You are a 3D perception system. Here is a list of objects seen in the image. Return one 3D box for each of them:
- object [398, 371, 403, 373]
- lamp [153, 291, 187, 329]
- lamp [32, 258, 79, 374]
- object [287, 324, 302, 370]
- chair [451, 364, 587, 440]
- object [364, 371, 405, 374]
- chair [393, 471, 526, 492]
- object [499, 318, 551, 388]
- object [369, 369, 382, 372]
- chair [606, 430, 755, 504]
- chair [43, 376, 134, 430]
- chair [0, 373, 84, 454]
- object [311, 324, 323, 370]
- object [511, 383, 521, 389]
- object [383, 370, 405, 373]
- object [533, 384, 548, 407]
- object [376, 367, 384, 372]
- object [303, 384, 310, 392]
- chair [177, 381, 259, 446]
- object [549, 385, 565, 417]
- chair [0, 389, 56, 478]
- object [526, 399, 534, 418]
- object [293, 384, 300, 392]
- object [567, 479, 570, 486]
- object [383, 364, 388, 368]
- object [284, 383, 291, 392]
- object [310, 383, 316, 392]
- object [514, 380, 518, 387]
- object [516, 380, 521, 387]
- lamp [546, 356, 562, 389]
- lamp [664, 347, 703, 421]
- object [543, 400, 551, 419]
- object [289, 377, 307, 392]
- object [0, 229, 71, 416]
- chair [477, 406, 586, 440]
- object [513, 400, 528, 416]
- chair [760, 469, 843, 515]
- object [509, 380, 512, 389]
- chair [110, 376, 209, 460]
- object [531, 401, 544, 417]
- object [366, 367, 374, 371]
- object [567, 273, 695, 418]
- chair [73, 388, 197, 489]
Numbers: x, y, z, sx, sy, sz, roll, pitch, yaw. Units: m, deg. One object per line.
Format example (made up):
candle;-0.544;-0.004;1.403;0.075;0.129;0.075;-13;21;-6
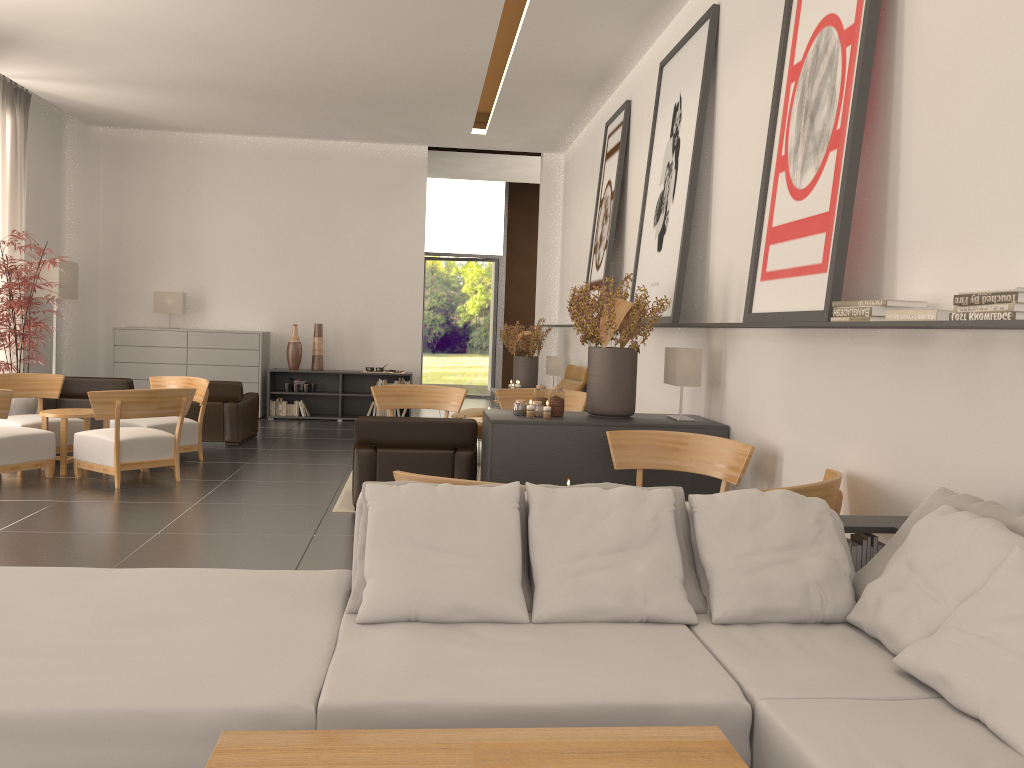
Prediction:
object;-2.458;-0.265;19.499;0.112;0.040;0.034;1;3;-17
lamp;-7.504;-1.614;19.442;0.619;0.795;0.310;2;3;-6
lamp;-9.228;-0.897;17.905;0.908;3.176;1.001;2;3;-6
object;-4.730;-0.799;19.286;0.327;0.991;0.327;3;3;18
chair;0.148;0.367;16.631;2.421;1.485;1.301;1;3;-16
object;-2.834;-0.266;19.656;0.893;0.003;0.672;2;4;-3
chair;-0.007;1.162;5.780;1.452;1.225;1.151;3;3;19
object;0.242;-0.633;18.730;0.928;1.552;1.587;3;3;22
object;-3.019;-0.299;19.576;0.292;0.058;0.086;1;3;-19
chair;1.314;1.083;7.840;1.453;1.225;1.151;4;4;34
chair;-7.093;0.389;15.264;1.537;1.075;1.501;2;3;-6
chair;-6.895;0.487;12.700;1.151;1.225;1.452;4;3;29
object;-4.280;-0.816;19.553;0.262;1.024;0.263;2;3;-2
object;0.087;0.083;18.125;0.207;0.187;0.111;1;3;-19
object;-2.616;-0.280;19.711;0.405;0.034;0.293;5;5;42
object;0.303;0.162;9.342;0.157;0.325;0.158;1;3;-14
object;-2.953;-0.324;19.834;0.188;0.082;0.188;3;3;8
object;-4.486;0.093;19.331;0.136;0.178;0.135;0;3;-35
chair;-5.317;0.442;15.446;1.537;1.075;1.501;2;3;-6
object;0.471;0.174;9.248;0.158;0.325;0.157;4;3;31
chair;-6.537;0.600;11.080;1.452;1.225;1.151;3;3;19
object;0.188;0.246;9.033;0.076;0.187;0.076;3;3;11
object;-4.690;0.088;19.282;0.135;0.178;0.136;2;3;-5
object;0.437;0.827;6.867;0.080;0.187;0.080;0;3;-41
object;-2.906;-0.376;19.868;0.261;0.151;0.086;0;4;-38
object;-4.896;0.078;19.335;0.135;0.178;0.136;2;3;-5
object;-4.398;0.083;19.546;0.135;0.178;0.136;2;3;0
object;0.104;0.042;18.262;0.104;0.254;0.104;5;4;44
object;0.135;0.051;18.141;0.104;0.254;0.104;5;4;44
lamp;0.873;-0.199;18.577;0.257;0.755;0.515;2;3;-6
lamp;1.802;-0.002;9.402;0.257;0.757;0.515;2;3;-6
object;0.356;0.255;8.974;0.080;0.187;0.080;2;3;4
object;-4.702;0.010;19.488;0.413;0.309;0.142;3;3;9
object;-7.787;-0.697;13.825;1.489;3.395;1.772;1;3;-21
chair;0.334;0.487;14.787;2.421;1.485;1.301;2;3;4
object;0.088;0.245;9.242;0.157;0.158;0.158;0;4;-33
chair;1.621;1.197;6.163;1.151;1.225;1.452;4;4;39
object;-0.015;0.040;18.224;0.108;0.254;0.108;0;3;-41
chair;-5.215;0.521;13.140;1.453;1.225;1.151;4;4;34
object;0.258;0.256;9.147;0.157;0.158;0.158;0;4;-33
object;-3.176;-0.331;19.815;0.188;0.082;0.188;5;5;45
object;1.282;-0.421;9.418;1.422;1.552;1.438;2;3;7
chair;-4.908;0.635;11.464;1.151;1.225;1.452;4;4;39
